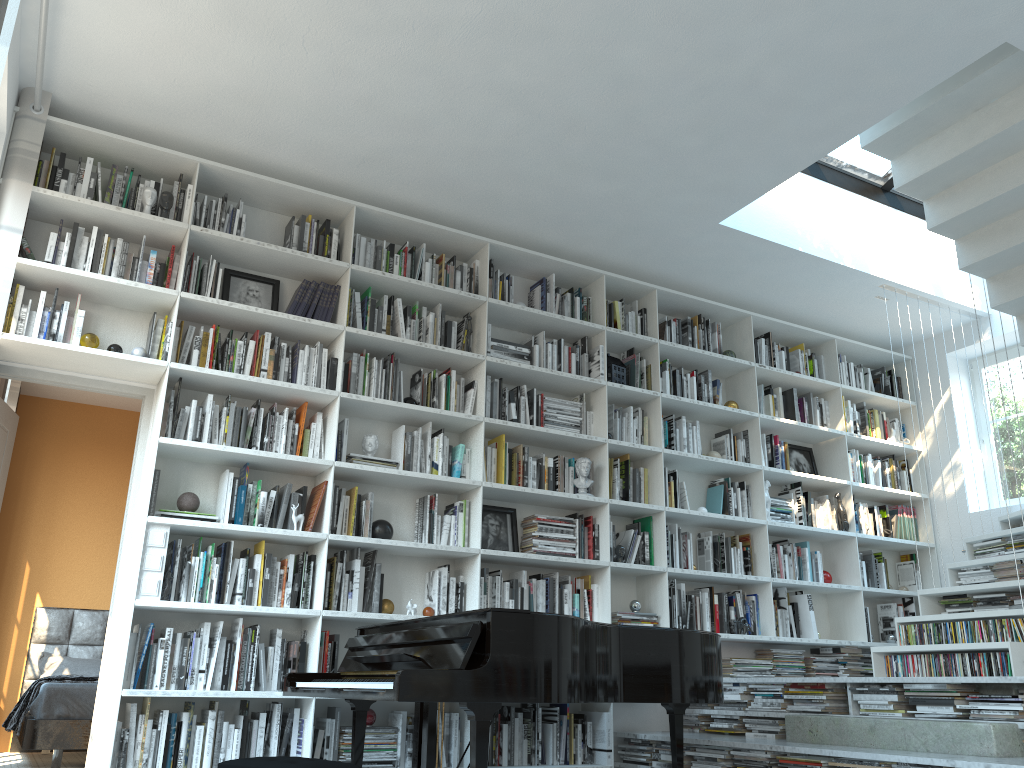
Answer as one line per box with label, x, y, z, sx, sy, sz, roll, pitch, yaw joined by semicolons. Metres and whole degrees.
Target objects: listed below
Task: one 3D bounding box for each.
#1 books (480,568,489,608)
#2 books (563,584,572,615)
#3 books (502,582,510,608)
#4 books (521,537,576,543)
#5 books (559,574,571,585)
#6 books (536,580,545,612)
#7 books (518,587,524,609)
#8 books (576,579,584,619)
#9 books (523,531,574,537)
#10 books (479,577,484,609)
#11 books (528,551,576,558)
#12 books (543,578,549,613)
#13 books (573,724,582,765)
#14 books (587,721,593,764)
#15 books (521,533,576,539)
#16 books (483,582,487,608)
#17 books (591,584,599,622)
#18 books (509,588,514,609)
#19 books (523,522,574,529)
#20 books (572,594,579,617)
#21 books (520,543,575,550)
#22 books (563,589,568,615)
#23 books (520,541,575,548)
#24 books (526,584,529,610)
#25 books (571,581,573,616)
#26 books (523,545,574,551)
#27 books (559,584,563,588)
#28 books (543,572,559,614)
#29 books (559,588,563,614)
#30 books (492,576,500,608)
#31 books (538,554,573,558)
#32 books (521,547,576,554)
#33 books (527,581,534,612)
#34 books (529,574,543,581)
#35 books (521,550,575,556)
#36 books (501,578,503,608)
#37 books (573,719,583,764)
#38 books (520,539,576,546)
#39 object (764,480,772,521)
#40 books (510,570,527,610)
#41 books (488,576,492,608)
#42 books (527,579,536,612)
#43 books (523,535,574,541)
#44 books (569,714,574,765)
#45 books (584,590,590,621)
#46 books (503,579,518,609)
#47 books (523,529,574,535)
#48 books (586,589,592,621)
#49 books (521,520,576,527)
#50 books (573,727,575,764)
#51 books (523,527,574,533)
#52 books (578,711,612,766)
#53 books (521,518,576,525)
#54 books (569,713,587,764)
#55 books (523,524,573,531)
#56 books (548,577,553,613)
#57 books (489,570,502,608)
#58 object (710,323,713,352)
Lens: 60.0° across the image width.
books;-0.176;1.173;4.911;0.027;0.289;0.141;11;-21;-27
books;0.288;1.282;5.116;0.023;0.233;0.175;11;-21;-27
books;-0.066;1.218;4.924;0.023;0.216;0.175;11;-21;-27
books;0.213;0.925;5.194;0.285;0.012;0.160;9;-21;-22
books;0.299;1.260;5.143;0.014;0.292;0.138;11;-21;-27
books;0.129;1.245;5.034;0.026;0.244;0.192;11;-21;-27
books;0.016;1.245;4.964;0.023;0.195;0.165;11;-21;-27
books;0.361;1.281;5.166;0.026;0.271;0.175;11;-21;-27
books;0.212;0.892;5.210;0.254;0.012;0.161;10;-21;-24
books;-0.207;1.183;4.855;0.027;0.233;0.168;11;-21;-27
books;0.212;1.004;5.168;0.285;0.012;0.160;13;-23;-32
books;0.164;1.247;5.062;0.010;0.260;0.181;11;-21;-27
books;0.325;1.988;4.907;0.022;0.204;0.191;11;-21;-27
books;0.384;1.992;4.936;0.029;0.217;0.191;11;-21;-27
books;0.214;0.902;5.202;0.285;0.012;0.160;9;-21;-22
books;-0.191;1.203;4.873;0.024;0.207;0.170;11;-21;-27
books;0.450;1.305;5.193;0.033;0.245;0.176;11;-21;-27
books;-0.041;1.237;4.927;0.029;0.183;0.175;11;-21;-27
books;0.213;0.845;5.223;0.254;0.012;0.161;13;-22;-31
books;0.335;1.313;5.127;0.023;0.182;0.169;11;-21;-27
books;0.207;0.962;5.193;0.285;0.012;0.160;11;-21;-27
books;0.268;1.292;5.100;0.023;0.203;0.167;11;-21;-27
books;0.208;0.950;5.195;0.285;0.012;0.160;11;-21;-26
books;0.050;1.248;5.009;0.025;0.219;0.140;11;-21;-27
books;0.308;1.283;5.150;0.014;0.255;0.145;11;-21;-27
books;0.212;0.970;5.180;0.254;0.012;0.161;13;-23;-32
books;0.246;1.277;5.106;0.014;0.234;0.154;11;-21;-27
books;0.218;1.240;5.092;0.012;0.295;0.178;11;-21;-27
books;0.234;1.284;5.084;0.024;0.206;0.183;11;-21;-27
books;-0.121;1.197;4.908;0.027;0.245;0.179;11;-21;-27
books;0.208;1.017;5.170;0.254;0.012;0.161;10;-21;-25
books;0.212;0.981;5.175;0.285;0.012;0.160;9;-21;-22
books;0.077;1.243;5.018;0.031;0.236;0.159;11;-21;-27
books;0.135;1.236;5.069;0.014;0.285;0.135;11;-21;-27
books;0.207;0.995;5.180;0.285;0.012;0.160;12;-22;-28
books;-0.096;1.208;4.937;0.021;0.243;0.142;11;-21;-27
books;0.341;1.985;4.932;0.028;0.227;0.162;11;-21;-27
books;0.209;0.938;5.196;0.285;0.012;0.160;10;-21;-25
object;1.695;0.784;5.913;0.087;0.287;0.075;-1;-19;6
books;0.032;1.207;5.001;0.026;0.290;0.152;11;-21;-27
books;-0.151;1.196;4.911;0.024;0.246;0.132;11;-21;-27
books;0.094;1.244;5.046;0.025;0.253;0.136;11;-21;-27
books;0.213;0.914;5.199;0.254;0.012;0.161;13;-23;-32
books;0.290;1.956;4.897;0.011;0.257;0.172;11;-21;-27
books;0.396;1.312;5.164;0.042;0.211;0.169;11;-21;-27
books;-0.019;1.219;4.955;0.029;0.237;0.166;11;-21;-27
books;0.212;0.881;5.213;0.254;0.012;0.161;12;-22;-30
books;0.418;1.315;5.177;0.011;0.215;0.166;11;-21;-27
books;0.211;0.835;5.231;0.285;0.012;0.160;10;-21;-25
books;0.300;1.993;4.903;0.024;0.190;0.155;11;-21;-27
books;0.213;0.869;5.216;0.254;0.012;0.161;13;-22;-31
books;0.461;1.962;4.923;0.038;0.268;0.278;11;-21;-27
books;0.215;0.822;5.229;0.285;0.012;0.160;13;-23;-32
books;0.363;1.972;4.938;0.013;0.255;0.177;11;-21;-27
books;0.212;0.858;5.221;0.254;0.012;0.161;12;-22;-30
books;0.184;1.246;5.065;0.028;0.263;0.162;11;-21;-27
books;-0.101;1.182;4.920;0.013;0.281;0.166;11;-21;-27
object;1.370;-0.270;6.267;0.006;0.296;0.130;11;-21;-27
